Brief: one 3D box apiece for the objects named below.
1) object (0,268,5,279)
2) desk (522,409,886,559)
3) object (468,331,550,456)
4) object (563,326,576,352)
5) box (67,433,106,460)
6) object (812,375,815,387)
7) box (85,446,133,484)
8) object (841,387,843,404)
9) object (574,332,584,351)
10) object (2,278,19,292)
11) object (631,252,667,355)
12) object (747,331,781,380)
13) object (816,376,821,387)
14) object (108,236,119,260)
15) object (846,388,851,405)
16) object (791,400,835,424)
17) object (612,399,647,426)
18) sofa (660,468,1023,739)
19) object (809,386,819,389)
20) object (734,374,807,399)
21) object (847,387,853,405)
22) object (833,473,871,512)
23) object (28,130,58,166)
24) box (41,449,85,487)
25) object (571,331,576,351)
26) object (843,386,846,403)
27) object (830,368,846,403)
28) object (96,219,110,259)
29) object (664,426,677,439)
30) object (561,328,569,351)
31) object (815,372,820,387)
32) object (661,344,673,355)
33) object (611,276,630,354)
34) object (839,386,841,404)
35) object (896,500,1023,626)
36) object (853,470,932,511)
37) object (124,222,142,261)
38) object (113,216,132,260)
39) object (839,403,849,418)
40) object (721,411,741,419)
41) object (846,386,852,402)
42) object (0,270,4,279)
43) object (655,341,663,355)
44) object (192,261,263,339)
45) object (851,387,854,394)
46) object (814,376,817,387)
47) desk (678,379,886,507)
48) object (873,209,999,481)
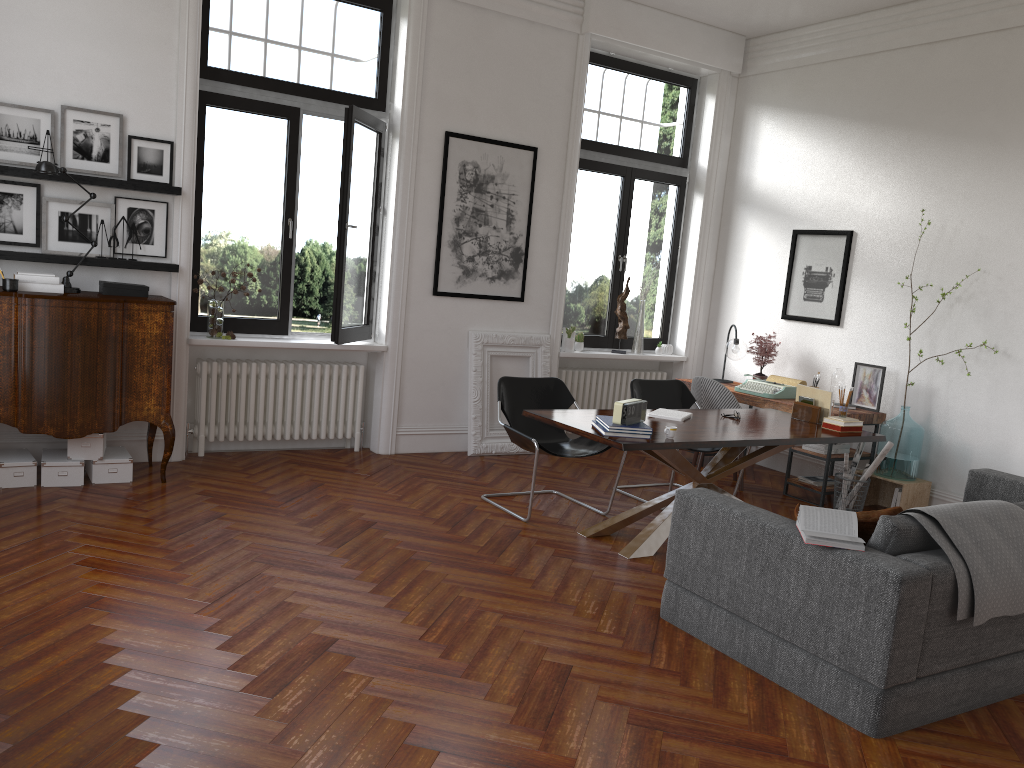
[{"bbox_3d":[-3.025,-0.624,5.286,0.046,0.139,0.010,-1,10,-35],"label":"object"},{"bbox_3d":[1.238,0.622,5.761,2.226,0.754,1.026,1,9,-32],"label":"desk"},{"bbox_3d":[-0.012,0.088,7.796,0.830,1.065,0.233,0,10,-32],"label":"object"},{"bbox_3d":[0.529,-0.419,8.208,0.098,0.245,0.102,11,10,35],"label":"object"},{"bbox_3d":[-2.790,0.370,5.828,0.209,0.177,0.393,2,8,-22],"label":"box"},{"bbox_3d":[2.578,0.027,7.601,0.008,0.208,0.054,9,9,23],"label":"object"},{"bbox_3d":[-2.694,0.545,5.924,0.245,0.177,0.393,0,9,-32],"label":"box"},{"bbox_3d":[2.220,0.113,5.966,0.049,0.193,0.008,1,10,-28],"label":"object"},{"bbox_3d":[0.643,-0.406,8.413,0.097,0.186,0.099,4,8,-9],"label":"object"},{"bbox_3d":[-2.996,-0.588,5.294,0.091,0.077,0.091,10,9,31],"label":"object"},{"bbox_3d":[1.330,-0.809,8.650,0.296,1.057,0.288,1,10,-29],"label":"object"},{"bbox_3d":[2.273,-0.226,8.071,0.289,0.530,0.307,7,8,13],"label":"object"},{"bbox_3d":[2.600,0.031,7.582,0.054,0.208,0.008,13,11,40],"label":"object"},{"bbox_3d":[-2.671,-0.913,5.944,0.066,0.161,0.040,0,10,-32],"label":"object"},{"bbox_3d":[2.251,0.117,5.953,0.008,0.194,0.049,4,9,-8],"label":"object"},{"bbox_3d":[2.111,0.178,6.224,0.150,0.167,0.227,0,9,-32],"label":"object"},{"bbox_3d":[0.673,0.159,5.040,0.081,0.126,0.275,10,9,31],"label":"object"},{"bbox_3d":[2.189,0.884,4.478,2.645,0.831,1.258,1,9,-32],"label":"sofa"},{"bbox_3d":[2.573,0.078,7.589,0.058,0.114,0.075,0,10,-32],"label":"object"},{"bbox_3d":[2.206,0.008,7.677,0.484,0.149,0.533,0,9,-33],"label":"object"},{"bbox_3d":[2.263,0.116,5.961,0.008,0.195,0.036,2,9,-20],"label":"object"},{"bbox_3d":[2.598,0.861,6.819,0.260,0.306,0.260,9,9,22],"label":"object"},{"bbox_3d":[-2.992,-1.491,5.659,0.174,0.261,0.040,0,10,-32],"label":"object"},{"bbox_3d":[-2.914,0.546,5.753,0.245,0.177,0.393,1,9,-27],"label":"box"},{"bbox_3d":[0.563,-0.401,8.307,0.051,0.189,0.051,6,8,3],"label":"object"},{"bbox_3d":[2.244,0.107,6.006,0.008,0.196,0.032,7,9,12],"label":"object"},{"bbox_3d":[2.710,0.020,7.388,0.111,0.303,0.111,6,8,4],"label":"object"},{"bbox_3d":[-2.739,-0.967,5.923,0.124,0.261,0.040,0,10,-32],"label":"object"},{"bbox_3d":[0.889,0.273,5.007,0.082,0.065,0.064,4,8,-11],"label":"object"},{"bbox_3d":[0.496,-0.418,8.290,0.051,0.214,0.051,6,8,3],"label":"object"},{"bbox_3d":[2.605,0.014,7.593,0.028,0.240,0.023,-1,10,-35],"label":"object"},{"bbox_3d":[1.571,-0.353,9.013,0.132,0.098,0.134,9,9,28],"label":"object"},{"bbox_3d":[1.067,-0.667,8.547,0.165,0.756,0.142,7,9,10],"label":"object"},{"bbox_3d":[2.219,0.109,5.992,0.049,0.194,0.008,10,10,27],"label":"object"},{"bbox_3d":[1.953,0.718,3.720,0.752,0.389,0.399,1,9,-32],"label":"object"},{"bbox_3d":[2.954,0.873,6.926,0.341,0.317,0.433,0,9,-32],"label":"object"},{"bbox_3d":[-2.589,-0.971,6.058,0.110,0.263,0.040,0,10,-32],"label":"object"},{"bbox_3d":[-2.632,-0.986,5.995,0.118,0.300,0.040,0,10,-32],"label":"object"},{"bbox_3d":[2.239,0.179,5.990,0.058,0.091,0.058,-3,12,-45],"label":"object"},{"bbox_3d":[1.502,0.205,6.051,0.132,0.047,0.114,8,8,21],"label":"object"},{"bbox_3d":[2.267,0.112,5.994,0.038,0.195,0.008,4,9,-6],"label":"object"},{"bbox_3d":[-3.018,-0.627,5.262,0.050,0.119,0.010,1,10,-29],"label":"object"},{"bbox_3d":[1.470,-0.359,8.850,0.072,0.134,0.072,4,8,-7],"label":"object"},{"bbox_3d":[-2.099,-0.643,6.666,0.317,0.601,0.541,10,9,28],"label":"object"},{"bbox_3d":[2.272,0.114,5.984,0.044,0.194,0.008,5,9,-2],"label":"object"},{"bbox_3d":[2.590,0.028,7.604,0.054,0.208,0.008,-3,12,-44],"label":"object"},{"bbox_3d":[2.227,0.467,7.743,0.647,0.760,1.792,0,9,-32],"label":"desk"},{"bbox_3d":[3.214,-0.269,6.647,0.805,2.064,0.353,12,11,38],"label":"object"}]
